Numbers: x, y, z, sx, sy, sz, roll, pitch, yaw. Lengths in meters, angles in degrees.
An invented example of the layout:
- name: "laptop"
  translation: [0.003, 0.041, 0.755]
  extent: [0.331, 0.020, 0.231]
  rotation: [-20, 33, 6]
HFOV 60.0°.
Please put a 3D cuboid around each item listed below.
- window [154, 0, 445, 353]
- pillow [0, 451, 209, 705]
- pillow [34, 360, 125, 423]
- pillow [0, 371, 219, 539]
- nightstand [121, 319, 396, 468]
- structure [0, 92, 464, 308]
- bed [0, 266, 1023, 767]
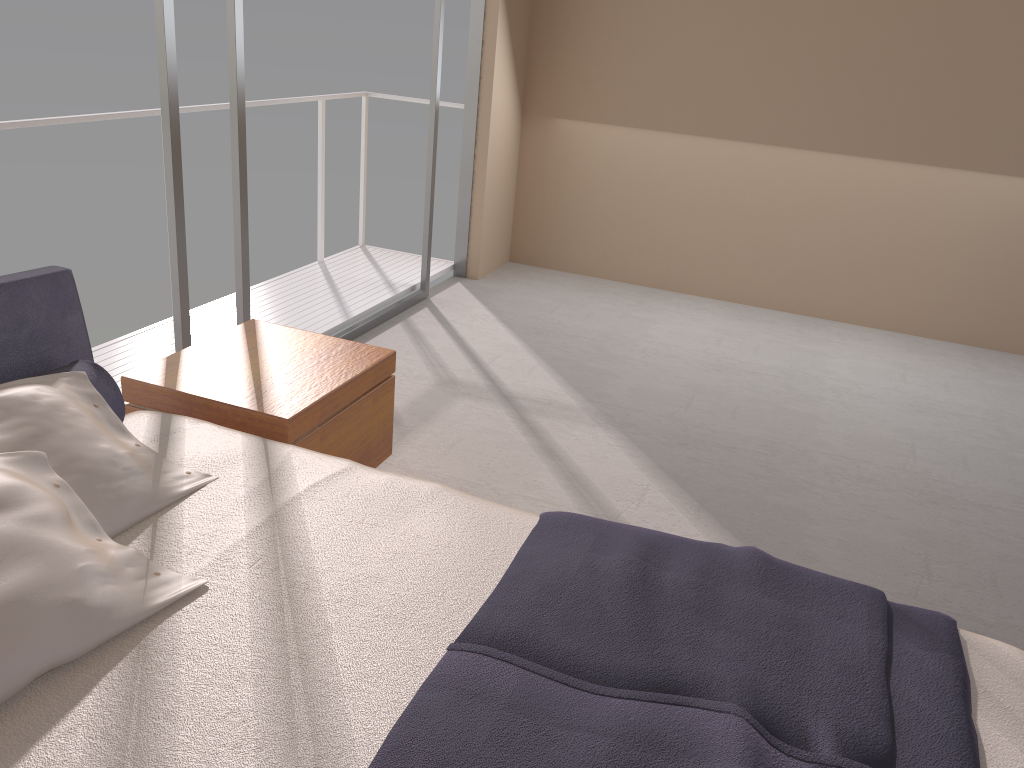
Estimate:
- name: "window"
  translation: [-1.464, -0.965, 2.113]
  extent: [0.075, 3.133, 6.106]
  rotation: [13, 23, 17]
- name: "pillow"
  translation: [-0.958, 0.376, 1.376]
  extent: [0.431, 0.264, 0.869]
  rotation: [16, 25, 24]
- name: "pillow"
  translation: [-1.289, 0.267, 1.563]
  extent: [0.205, 0.201, 1.470]
  rotation: [13, 23, 17]
- name: "pillow"
  translation: [-1.005, 0.210, 1.740]
  extent: [0.400, 0.265, 0.791]
  rotation: [14, 24, 20]
- name: "nightstand"
  translation: [-0.777, 0.189, 2.840]
  extent: [0.562, 0.556, 0.628]
  rotation: [13, 23, 17]
- name: "structure"
  translation: [-1.993, -0.080, 2.435]
  extent: [0.728, 1.005, 7.689]
  rotation: [13, 23, 17]
- name: "bed"
  translation: [-0.346, 0.652, 1.318]
  extent: [2.462, 0.959, 2.017]
  rotation: [13, 23, 17]
